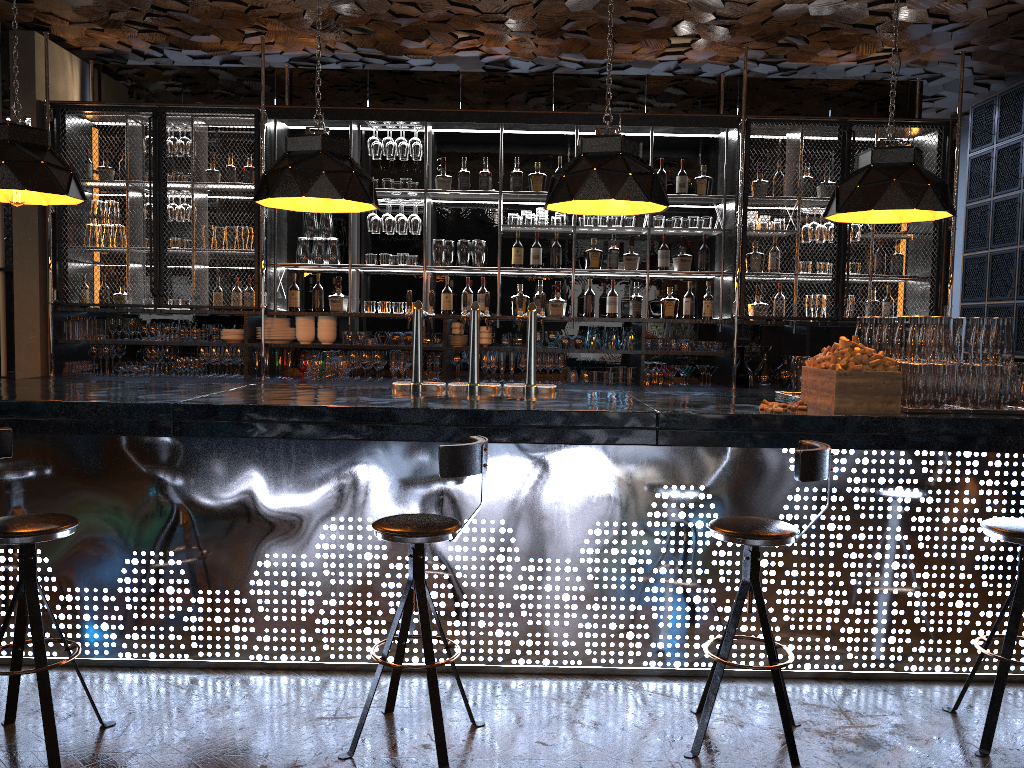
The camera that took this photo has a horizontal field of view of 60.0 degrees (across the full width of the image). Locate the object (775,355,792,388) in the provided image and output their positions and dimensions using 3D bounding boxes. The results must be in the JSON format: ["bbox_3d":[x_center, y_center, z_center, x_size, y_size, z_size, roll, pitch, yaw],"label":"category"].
[{"bbox_3d":[2.093,-0.093,6.787,0.158,0.248,0.158,1,4,-6],"label":"object"}]

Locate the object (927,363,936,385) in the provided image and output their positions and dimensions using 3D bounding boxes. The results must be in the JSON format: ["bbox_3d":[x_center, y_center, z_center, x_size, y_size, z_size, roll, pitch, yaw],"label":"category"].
[{"bbox_3d":[1.908,0.008,4.013,0.105,0.209,0.105,3,4,25],"label":"object"}]

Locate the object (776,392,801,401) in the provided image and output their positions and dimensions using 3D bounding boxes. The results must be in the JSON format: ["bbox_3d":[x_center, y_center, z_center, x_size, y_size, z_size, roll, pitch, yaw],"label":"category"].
[{"bbox_3d":[1.528,0.066,4.482,0.273,0.019,0.437,1,4,0],"label":"object"}]

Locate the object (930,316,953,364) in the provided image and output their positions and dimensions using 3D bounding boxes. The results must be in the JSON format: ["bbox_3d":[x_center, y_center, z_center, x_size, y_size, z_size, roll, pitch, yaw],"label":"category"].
[{"bbox_3d":[1.902,-0.196,3.941,0.105,0.209,0.105,3,4,25],"label":"object"}]

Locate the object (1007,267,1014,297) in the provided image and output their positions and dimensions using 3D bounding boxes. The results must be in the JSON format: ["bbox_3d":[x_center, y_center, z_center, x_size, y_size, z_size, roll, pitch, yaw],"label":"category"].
[{"bbox_3d":[4.190,-0.816,7.233,0.290,0.290,0.097,4,5,38],"label":"object"}]

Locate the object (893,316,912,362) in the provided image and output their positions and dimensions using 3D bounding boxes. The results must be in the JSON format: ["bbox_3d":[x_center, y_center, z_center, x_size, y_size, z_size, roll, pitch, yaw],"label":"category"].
[{"bbox_3d":[1.801,-0.206,4.052,0.105,0.209,0.105,3,4,25],"label":"object"}]

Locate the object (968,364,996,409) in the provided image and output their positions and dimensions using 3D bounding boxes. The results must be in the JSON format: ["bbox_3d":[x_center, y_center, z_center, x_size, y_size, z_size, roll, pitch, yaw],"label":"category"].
[{"bbox_3d":[2.070,0.019,3.900,0.105,0.209,0.105,3,4,25],"label":"object"}]

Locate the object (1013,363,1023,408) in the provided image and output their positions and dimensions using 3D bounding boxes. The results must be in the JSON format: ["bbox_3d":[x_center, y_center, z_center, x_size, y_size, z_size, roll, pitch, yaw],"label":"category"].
[{"bbox_3d":[2.375,0.008,4.169,0.105,0.209,0.105,3,4,25],"label":"object"}]

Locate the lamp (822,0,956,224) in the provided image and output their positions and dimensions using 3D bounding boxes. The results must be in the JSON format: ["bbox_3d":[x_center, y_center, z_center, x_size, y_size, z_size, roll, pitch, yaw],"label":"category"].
[{"bbox_3d":[1.855,-1.596,4.291,0.582,1.564,0.607,1,4,0],"label":"lamp"}]

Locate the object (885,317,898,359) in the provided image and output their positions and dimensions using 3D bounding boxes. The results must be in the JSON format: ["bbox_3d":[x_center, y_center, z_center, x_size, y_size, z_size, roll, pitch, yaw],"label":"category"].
[{"bbox_3d":[1.888,-0.227,4.387,0.105,0.209,0.105,3,4,25],"label":"object"}]

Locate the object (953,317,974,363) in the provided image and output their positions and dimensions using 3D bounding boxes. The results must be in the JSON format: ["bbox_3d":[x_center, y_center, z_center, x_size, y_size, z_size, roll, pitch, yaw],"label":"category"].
[{"bbox_3d":[2.084,-0.201,4.062,0.105,0.209,0.105,3,4,25],"label":"object"}]

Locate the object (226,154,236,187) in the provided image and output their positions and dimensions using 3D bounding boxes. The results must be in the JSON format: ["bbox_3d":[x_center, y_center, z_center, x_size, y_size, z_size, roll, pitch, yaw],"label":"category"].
[{"bbox_3d":[-2.159,-1.641,6.808,0.073,0.246,0.072,0,4,-15],"label":"object"}]

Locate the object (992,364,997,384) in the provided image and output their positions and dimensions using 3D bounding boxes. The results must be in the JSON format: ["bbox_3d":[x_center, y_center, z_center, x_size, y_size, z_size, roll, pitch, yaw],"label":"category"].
[{"bbox_3d":[2.191,0.013,4.023,0.105,0.209,0.105,3,4,25],"label":"object"}]

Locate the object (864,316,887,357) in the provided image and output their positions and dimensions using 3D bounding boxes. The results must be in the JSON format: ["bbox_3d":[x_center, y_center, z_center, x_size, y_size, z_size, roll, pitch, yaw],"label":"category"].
[{"bbox_3d":[1.797,-0.228,4.382,0.105,0.209,0.105,3,4,25],"label":"object"}]

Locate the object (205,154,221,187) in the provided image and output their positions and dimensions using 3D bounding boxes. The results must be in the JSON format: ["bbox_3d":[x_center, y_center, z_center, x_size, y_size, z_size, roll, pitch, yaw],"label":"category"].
[{"bbox_3d":[-2.297,-1.641,6.809,0.108,0.244,0.108,0,4,-12],"label":"object"}]

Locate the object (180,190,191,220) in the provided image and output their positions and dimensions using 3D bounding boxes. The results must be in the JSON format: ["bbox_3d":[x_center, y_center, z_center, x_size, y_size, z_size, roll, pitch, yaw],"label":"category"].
[{"bbox_3d":[-2.486,-1.361,6.746,0.081,0.213,0.081,1,4,5],"label":"object"}]

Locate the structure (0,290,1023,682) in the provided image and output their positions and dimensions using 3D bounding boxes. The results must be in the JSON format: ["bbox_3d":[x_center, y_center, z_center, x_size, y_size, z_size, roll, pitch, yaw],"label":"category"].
[{"bbox_3d":[-0.405,0.377,4.284,6.009,1.685,1.214,1,4,0],"label":"structure"}]

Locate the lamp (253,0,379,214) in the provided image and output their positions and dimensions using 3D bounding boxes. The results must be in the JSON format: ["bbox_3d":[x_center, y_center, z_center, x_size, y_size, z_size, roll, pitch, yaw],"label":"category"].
[{"bbox_3d":[-0.935,-1.649,4.274,0.582,1.564,0.607,1,4,0],"label":"lamp"}]

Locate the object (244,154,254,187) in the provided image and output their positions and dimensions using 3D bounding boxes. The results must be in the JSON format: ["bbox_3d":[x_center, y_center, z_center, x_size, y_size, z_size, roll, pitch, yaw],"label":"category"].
[{"bbox_3d":[-2.014,-1.638,6.809,0.073,0.246,0.072,2,4,15],"label":"object"}]

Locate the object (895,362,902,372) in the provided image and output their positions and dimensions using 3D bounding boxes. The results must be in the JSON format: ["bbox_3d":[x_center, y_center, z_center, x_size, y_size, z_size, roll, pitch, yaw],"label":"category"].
[{"bbox_3d":[1.798,-0.002,4.124,0.105,0.209,0.105,3,4,25],"label":"object"}]

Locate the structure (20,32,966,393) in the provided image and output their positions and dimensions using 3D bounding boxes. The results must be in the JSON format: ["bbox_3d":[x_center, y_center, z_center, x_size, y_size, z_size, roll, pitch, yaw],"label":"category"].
[{"bbox_3d":[-0.099,-0.716,6.693,6.750,3.553,1.143,1,4,0],"label":"structure"}]

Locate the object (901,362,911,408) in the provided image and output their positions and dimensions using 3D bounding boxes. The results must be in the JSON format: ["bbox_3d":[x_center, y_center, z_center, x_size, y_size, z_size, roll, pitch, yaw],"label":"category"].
[{"bbox_3d":[1.799,0.007,4.005,0.105,0.209,0.105,3,4,25],"label":"object"}]

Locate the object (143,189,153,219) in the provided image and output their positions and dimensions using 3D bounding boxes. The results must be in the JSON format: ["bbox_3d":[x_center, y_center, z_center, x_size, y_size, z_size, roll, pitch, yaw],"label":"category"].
[{"bbox_3d":[-2.759,-1.366,6.745,0.081,0.213,0.081,1,4,5],"label":"object"}]

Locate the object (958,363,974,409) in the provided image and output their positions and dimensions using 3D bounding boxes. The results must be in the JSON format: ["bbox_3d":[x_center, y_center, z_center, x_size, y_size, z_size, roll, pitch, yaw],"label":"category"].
[{"bbox_3d":[2.081,0.011,4.015,0.105,0.209,0.105,3,4,25],"label":"object"}]

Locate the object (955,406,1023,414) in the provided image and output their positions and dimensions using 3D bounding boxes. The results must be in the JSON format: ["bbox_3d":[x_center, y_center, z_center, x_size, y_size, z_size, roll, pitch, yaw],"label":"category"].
[{"bbox_3d":[2.128,0.107,4.045,0.273,0.019,0.437,1,4,0],"label":"object"}]

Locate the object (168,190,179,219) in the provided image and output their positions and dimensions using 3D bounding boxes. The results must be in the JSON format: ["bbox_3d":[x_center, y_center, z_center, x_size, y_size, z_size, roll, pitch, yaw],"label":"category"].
[{"bbox_3d":[-2.577,-1.363,6.746,0.081,0.213,0.081,1,4,5],"label":"object"}]

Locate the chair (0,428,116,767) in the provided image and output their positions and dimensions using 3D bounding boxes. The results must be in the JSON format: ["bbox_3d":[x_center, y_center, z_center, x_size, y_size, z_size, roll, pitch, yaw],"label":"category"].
[{"bbox_3d":[-1.706,0.725,3.077,0.476,1.108,0.419,1,4,0],"label":"chair"}]

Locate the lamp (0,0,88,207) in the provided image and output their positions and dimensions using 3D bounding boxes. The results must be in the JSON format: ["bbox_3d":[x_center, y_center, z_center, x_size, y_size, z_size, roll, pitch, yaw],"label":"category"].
[{"bbox_3d":[-2.328,-1.641,4.142,0.582,1.606,0.607,1,4,0],"label":"lamp"}]

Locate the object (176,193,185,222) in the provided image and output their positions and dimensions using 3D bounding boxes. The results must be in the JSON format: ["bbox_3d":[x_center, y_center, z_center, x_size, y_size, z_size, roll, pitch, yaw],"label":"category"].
[{"bbox_3d":[-2.577,-1.373,6.889,0.081,0.213,0.081,1,4,5],"label":"object"}]

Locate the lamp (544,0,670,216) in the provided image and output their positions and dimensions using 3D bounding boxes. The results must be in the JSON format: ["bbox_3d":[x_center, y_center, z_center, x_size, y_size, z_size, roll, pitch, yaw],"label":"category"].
[{"bbox_3d":[0.460,-1.615,4.164,0.582,1.564,0.607,1,4,0],"label":"lamp"}]

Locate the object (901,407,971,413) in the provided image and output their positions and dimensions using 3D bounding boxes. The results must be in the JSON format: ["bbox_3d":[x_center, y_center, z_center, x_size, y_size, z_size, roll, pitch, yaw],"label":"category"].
[{"bbox_3d":[1.846,0.103,4.035,0.273,0.019,0.437,1,4,0],"label":"object"}]

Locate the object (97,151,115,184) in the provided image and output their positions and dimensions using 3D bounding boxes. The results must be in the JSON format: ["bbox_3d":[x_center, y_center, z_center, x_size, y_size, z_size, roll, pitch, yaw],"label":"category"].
[{"bbox_3d":[-3.109,-1.661,6.791,0.108,0.244,0.108,0,4,-12],"label":"object"}]

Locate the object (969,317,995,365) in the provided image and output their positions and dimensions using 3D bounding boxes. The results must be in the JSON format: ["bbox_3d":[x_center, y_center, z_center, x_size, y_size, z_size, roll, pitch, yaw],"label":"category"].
[{"bbox_3d":[2.093,-0.193,3.946,0.105,0.209,0.105,3,4,25],"label":"object"}]

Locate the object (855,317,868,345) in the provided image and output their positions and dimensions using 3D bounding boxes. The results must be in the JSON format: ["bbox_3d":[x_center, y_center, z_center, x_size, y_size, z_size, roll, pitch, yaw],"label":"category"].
[{"bbox_3d":[1.787,-0.237,4.499,0.105,0.209,0.105,3,4,25],"label":"object"}]

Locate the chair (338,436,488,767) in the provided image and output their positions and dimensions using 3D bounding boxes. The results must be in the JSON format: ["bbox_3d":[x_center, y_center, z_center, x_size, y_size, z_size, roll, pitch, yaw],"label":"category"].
[{"bbox_3d":[-0.316,0.744,3.185,0.476,1.108,0.419,2,4,15],"label":"chair"}]

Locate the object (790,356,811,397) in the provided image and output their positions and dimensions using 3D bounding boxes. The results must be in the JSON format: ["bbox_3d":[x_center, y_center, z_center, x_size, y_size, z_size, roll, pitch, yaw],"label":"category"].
[{"bbox_3d":[1.494,-0.037,4.591,0.105,0.209,0.105,3,4,25],"label":"object"}]

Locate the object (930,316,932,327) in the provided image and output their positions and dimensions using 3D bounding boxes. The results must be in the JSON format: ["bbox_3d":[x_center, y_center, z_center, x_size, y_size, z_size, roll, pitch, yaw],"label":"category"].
[{"bbox_3d":[1.913,-0.204,4.058,0.105,0.209,0.105,3,4,25],"label":"object"}]

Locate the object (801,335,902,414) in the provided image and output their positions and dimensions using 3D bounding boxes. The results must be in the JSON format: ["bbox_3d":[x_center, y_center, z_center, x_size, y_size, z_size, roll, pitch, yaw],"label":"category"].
[{"bbox_3d":[1.542,-0.054,4.008,0.340,0.332,0.464,1,4,3],"label":"object"}]

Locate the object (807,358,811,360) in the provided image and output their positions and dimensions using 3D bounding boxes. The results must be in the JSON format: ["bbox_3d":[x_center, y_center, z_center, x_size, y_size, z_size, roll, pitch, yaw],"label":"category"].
[{"bbox_3d":[1.498,-0.022,4.363,0.105,0.209,0.105,-1,4,-25],"label":"object"}]

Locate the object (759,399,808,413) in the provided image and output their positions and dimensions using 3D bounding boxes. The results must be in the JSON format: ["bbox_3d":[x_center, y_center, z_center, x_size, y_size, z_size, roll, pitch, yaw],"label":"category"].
[{"bbox_3d":[1.189,0.098,3.920,0.198,0.045,0.377,4,5,38],"label":"object"}]

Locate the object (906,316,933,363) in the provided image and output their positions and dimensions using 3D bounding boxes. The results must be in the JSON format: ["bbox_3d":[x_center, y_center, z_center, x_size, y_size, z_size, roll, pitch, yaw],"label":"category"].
[{"bbox_3d":[1.811,-0.198,3.936,0.105,0.209,0.105,3,4,25],"label":"object"}]

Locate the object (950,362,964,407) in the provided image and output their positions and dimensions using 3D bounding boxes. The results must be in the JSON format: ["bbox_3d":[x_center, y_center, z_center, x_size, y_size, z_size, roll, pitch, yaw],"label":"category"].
[{"bbox_3d":[2.080,0.003,4.134,0.105,0.209,0.105,3,4,25],"label":"object"}]

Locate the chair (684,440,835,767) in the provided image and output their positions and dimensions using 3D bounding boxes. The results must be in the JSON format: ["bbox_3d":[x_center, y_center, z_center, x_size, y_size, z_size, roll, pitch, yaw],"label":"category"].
[{"bbox_3d":[0.901,0.763,3.240,0.476,1.108,0.419,2,4,15],"label":"chair"}]

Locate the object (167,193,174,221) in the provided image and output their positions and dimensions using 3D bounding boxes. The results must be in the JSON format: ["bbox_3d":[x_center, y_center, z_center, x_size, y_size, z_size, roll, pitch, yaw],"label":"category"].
[{"bbox_3d":[-2.664,-1.374,6.889,0.081,0.213,0.081,1,4,5],"label":"object"}]

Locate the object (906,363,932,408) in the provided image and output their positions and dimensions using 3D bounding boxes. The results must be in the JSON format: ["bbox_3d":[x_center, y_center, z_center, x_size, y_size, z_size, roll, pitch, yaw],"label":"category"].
[{"bbox_3d":[1.787,0.014,3.890,0.105,0.209,0.105,3,4,25],"label":"object"}]

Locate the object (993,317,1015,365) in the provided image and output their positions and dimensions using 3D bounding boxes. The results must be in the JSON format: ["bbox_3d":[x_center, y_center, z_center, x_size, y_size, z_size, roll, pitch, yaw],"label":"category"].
[{"bbox_3d":[2.184,-0.192,3.951,0.105,0.209,0.105,3,4,25],"label":"object"}]

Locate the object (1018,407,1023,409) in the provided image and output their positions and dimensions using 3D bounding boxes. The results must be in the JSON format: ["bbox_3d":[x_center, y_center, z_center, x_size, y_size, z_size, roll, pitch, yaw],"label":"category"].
[{"bbox_3d":[2.409,0.112,4.060,0.273,0.019,0.437,1,4,0],"label":"object"}]

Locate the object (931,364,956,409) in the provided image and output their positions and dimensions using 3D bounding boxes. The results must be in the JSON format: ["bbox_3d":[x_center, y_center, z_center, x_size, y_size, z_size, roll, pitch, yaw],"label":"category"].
[{"bbox_3d":[1.898,0.015,3.904,0.105,0.209,0.105,3,4,25],"label":"object"}]

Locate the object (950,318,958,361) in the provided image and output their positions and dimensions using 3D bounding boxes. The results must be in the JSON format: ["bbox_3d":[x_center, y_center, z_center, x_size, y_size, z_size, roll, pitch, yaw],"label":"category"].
[{"bbox_3d":[2.170,-0.222,4.398,0.105,0.209,0.105,3,4,25],"label":"object"}]

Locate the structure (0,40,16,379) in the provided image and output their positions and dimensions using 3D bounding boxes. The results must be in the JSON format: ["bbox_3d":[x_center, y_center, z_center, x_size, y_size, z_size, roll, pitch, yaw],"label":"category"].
[{"bbox_3d":[-5.797,-0.924,6.837,4.269,3.734,0.705,1,4,0],"label":"structure"}]

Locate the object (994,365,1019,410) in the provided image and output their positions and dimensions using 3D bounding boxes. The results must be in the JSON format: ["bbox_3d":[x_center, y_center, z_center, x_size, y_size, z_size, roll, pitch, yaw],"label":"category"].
[{"bbox_3d":[2.181,0.020,3.914,0.105,0.209,0.105,3,4,25],"label":"object"}]

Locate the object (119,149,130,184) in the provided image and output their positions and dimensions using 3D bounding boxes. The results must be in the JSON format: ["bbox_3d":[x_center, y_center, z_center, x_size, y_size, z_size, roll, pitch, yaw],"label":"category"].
[{"bbox_3d":[-2.974,-1.670,6.806,0.075,0.261,0.075,-2,5,-41],"label":"object"}]

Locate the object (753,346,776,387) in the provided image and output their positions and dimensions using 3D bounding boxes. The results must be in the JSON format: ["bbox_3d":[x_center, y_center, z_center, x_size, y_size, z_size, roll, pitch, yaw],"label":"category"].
[{"bbox_3d":[1.952,-0.132,6.841,0.170,0.313,0.170,1,4,-6],"label":"object"}]

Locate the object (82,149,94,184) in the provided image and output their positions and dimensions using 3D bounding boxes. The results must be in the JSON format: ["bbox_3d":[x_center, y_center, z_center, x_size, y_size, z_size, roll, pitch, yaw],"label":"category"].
[{"bbox_3d":[-3.265,-1.677,6.829,0.075,0.260,0.075,-2,5,-41],"label":"object"}]

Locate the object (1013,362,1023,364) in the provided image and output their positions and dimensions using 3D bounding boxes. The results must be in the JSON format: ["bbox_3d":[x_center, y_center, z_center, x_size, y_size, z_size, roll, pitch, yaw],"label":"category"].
[{"bbox_3d":[2.473,-0.004,4.376,0.105,0.209,0.105,-1,4,-25],"label":"object"}]

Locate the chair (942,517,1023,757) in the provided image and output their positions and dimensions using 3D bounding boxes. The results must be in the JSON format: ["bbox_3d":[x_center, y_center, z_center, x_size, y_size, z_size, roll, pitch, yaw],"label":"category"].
[{"bbox_3d":[1.949,0.779,3.312,0.476,1.108,0.419,2,4,10],"label":"chair"}]
